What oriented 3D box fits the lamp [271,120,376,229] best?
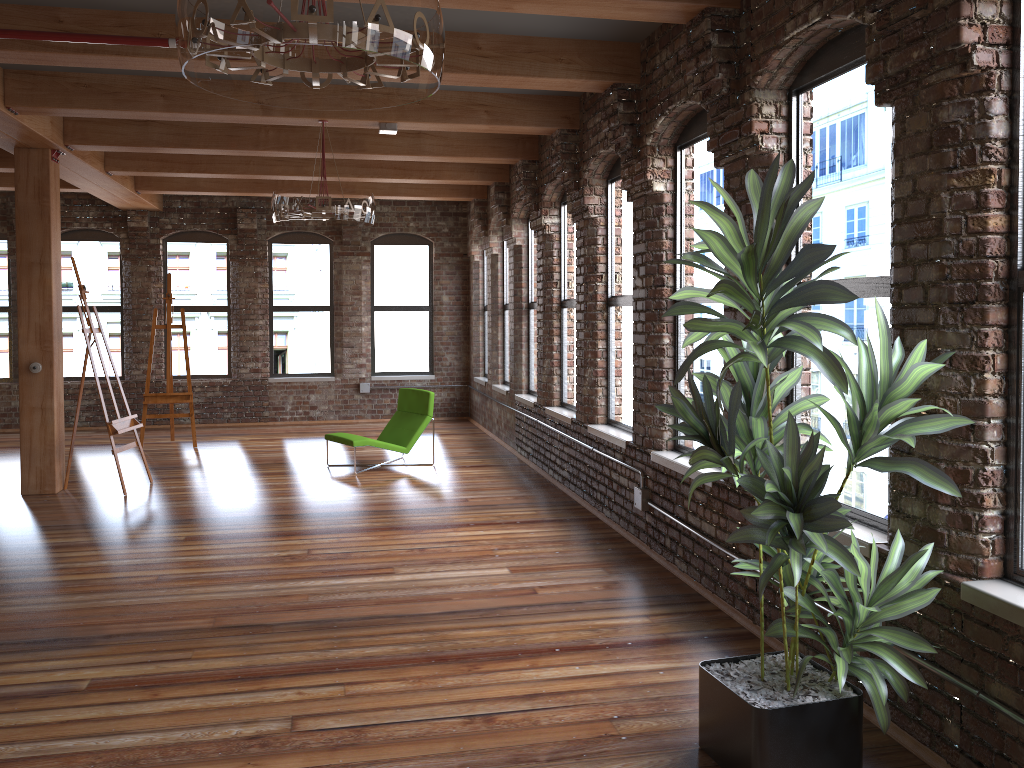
[{"bbox_3d":[-1.487,-1.668,6.992,0.810,0.813,0.810,1,3,24],"label":"lamp"}]

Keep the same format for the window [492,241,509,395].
[{"bbox_3d":[-0.058,-1.005,11.118,0.231,2.212,0.970,-1,2,-12],"label":"window"}]

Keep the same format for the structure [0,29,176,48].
[{"bbox_3d":[-5.044,-1.776,4.025,6.808,0.112,0.051,-1,2,-12],"label":"structure"}]

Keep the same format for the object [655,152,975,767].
[{"bbox_3d":[0.979,0.292,3.123,0.966,2.100,1.082,0,2,1],"label":"object"}]

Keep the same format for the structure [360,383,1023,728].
[{"bbox_3d":[0.653,0.609,7.014,1.634,0.313,13.734,-2,5,-18],"label":"structure"}]

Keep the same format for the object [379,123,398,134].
[{"bbox_3d":[-0.997,-2.059,7.120,0.145,0.072,0.148,-1,4,-12],"label":"object"}]

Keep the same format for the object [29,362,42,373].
[{"bbox_3d":[-4.227,-0.143,7.852,0.095,0.095,0.061,-1,3,-12],"label":"object"}]

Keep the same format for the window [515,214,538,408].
[{"bbox_3d":[0.238,-0.896,9.680,0.233,2.212,0.970,-1,2,-12],"label":"window"}]

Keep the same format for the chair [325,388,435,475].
[{"bbox_3d":[-1.401,0.471,9.378,0.957,0.795,0.681,-3,4,-37],"label":"chair"}]

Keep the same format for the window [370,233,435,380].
[{"bbox_3d":[-1.666,-1.177,13.442,0.968,2.215,0.219,-1,2,-12],"label":"window"}]

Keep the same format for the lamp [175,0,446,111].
[{"bbox_3d":[-0.612,-1.344,2.735,0.810,0.813,0.810,2,4,31],"label":"lamp"}]

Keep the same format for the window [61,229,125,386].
[{"bbox_3d":[-5.999,-1.089,12.553,0.968,2.224,0.221,-1,2,-12],"label":"window"}]

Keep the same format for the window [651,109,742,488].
[{"bbox_3d":[1.122,-0.568,5.373,0.232,2.212,0.970,-1,2,-12],"label":"window"}]

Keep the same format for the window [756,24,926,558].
[{"bbox_3d":[1.419,-0.459,3.936,0.235,2.212,0.970,-1,2,-12],"label":"window"}]

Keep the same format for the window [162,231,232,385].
[{"bbox_3d":[-4.563,-1.117,12.847,0.968,2.224,0.221,-1,2,-12],"label":"window"}]

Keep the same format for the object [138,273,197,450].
[{"bbox_3d":[-4.241,-0.313,10.958,0.662,2.137,0.686,-1,2,-17],"label":"object"}]

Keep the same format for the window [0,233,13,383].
[{"bbox_3d":[-7.452,-1.096,12.322,0.968,2.166,0.086,-1,2,-12],"label":"window"}]

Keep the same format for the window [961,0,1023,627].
[{"bbox_3d":[1.714,-0.349,2.499,0.235,2.212,0.970,-1,2,-12],"label":"window"}]

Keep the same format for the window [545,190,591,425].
[{"bbox_3d":[0.531,-0.787,8.247,0.230,2.212,0.970,-1,2,-12],"label":"window"}]

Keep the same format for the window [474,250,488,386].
[{"bbox_3d":[-0.358,-1.117,12.580,0.232,2.212,0.970,-1,2,-12],"label":"window"}]

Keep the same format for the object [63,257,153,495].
[{"bbox_3d":[-3.784,-0.098,8.140,0.685,2.137,0.663,0,2,-2],"label":"object"}]

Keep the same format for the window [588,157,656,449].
[{"bbox_3d":[0.829,-0.677,6.810,0.236,2.212,0.970,-1,2,-12],"label":"window"}]

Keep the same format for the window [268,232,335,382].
[{"bbox_3d":[-3.122,-1.149,13.144,0.968,2.215,0.219,-1,2,-12],"label":"window"}]
